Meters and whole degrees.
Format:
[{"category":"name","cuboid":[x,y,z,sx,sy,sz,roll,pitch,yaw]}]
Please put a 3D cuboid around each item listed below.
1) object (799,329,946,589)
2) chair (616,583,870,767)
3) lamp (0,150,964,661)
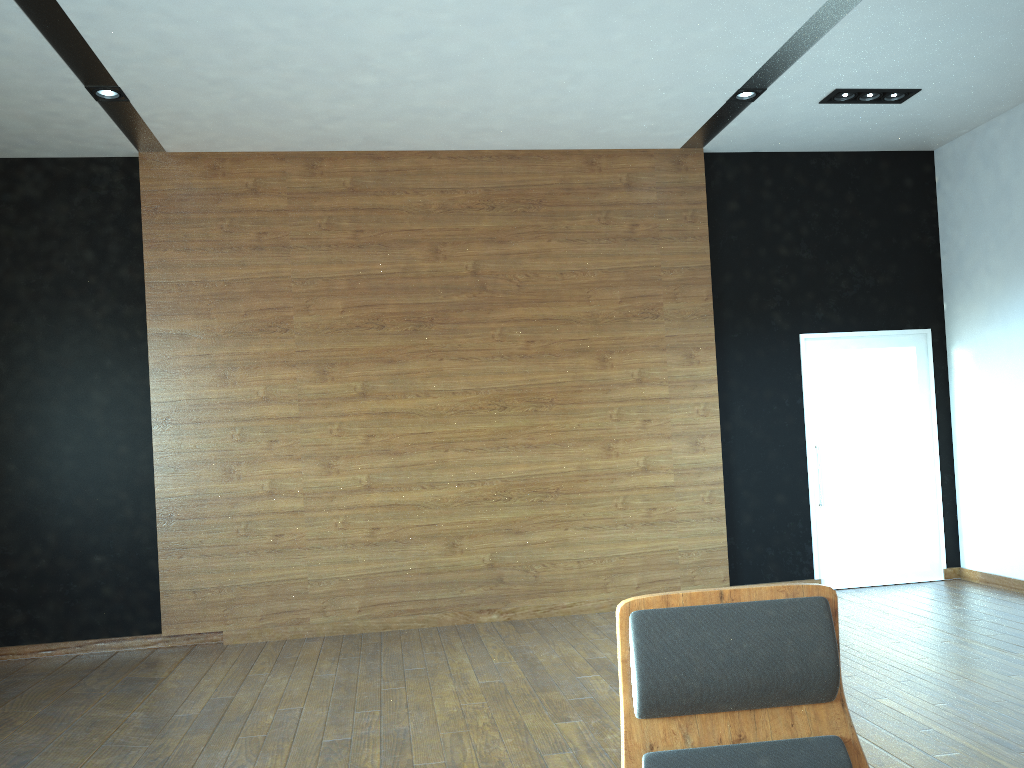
[{"category":"object","cuboid":[3.066,0.635,7.608,1.197,2.158,0.200,-3,-1,-8]},{"category":"chair","cuboid":[0.440,0.898,1.234,0.706,1.126,0.697,-3,-2,-6]},{"category":"lamp","cuboid":[-0.498,-0.149,4.471,9.388,3.704,16.717,-3,-4,-9]}]
